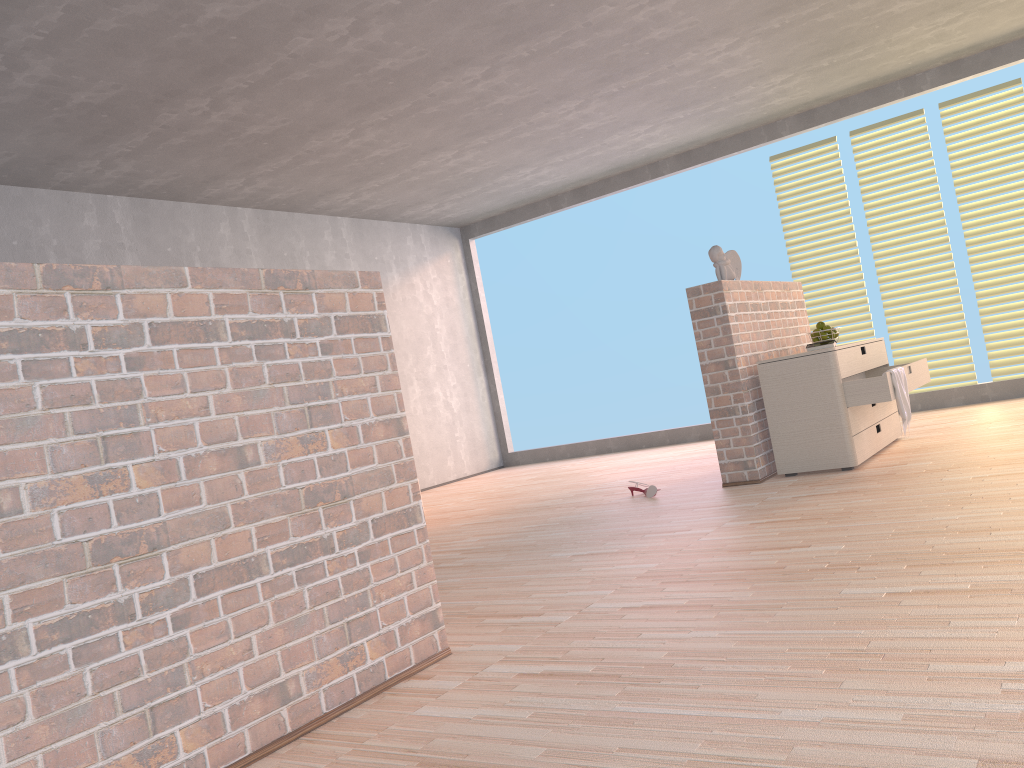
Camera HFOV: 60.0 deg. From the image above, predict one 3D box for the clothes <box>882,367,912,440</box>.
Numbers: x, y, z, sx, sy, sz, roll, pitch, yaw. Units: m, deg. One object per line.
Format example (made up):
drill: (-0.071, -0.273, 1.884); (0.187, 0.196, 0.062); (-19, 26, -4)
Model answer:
clothes: (1.949, 0.102, 4.457); (0.097, 0.369, 0.325); (-11, -1, 35)

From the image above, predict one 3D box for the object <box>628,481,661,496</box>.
object: (0.743, 0.571, 4.975); (0.188, 0.085, 0.069); (-10, -1, -16)

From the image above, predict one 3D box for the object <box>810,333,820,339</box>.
object: (1.769, -0.281, 5.172); (0.054, 0.048, 0.053); (-12, -1, 41)

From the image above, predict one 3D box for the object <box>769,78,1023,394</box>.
object: (4.063, -1.173, 5.991); (4.372, 2.114, 0.044); (-11, -1, 34)

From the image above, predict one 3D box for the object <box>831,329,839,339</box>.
object: (1.853, -0.287, 5.112); (0.057, 0.057, 0.057); (-10, -1, -22)

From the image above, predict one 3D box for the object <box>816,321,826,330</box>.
object: (1.789, -0.335, 5.133); (0.054, 0.056, 0.054); (-11, -1, 34)

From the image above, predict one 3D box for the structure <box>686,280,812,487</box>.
structure: (1.480, -0.059, 5.162); (0.211, 1.057, 1.422); (-11, -1, 34)

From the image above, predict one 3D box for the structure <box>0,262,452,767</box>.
structure: (-0.739, 0.290, 1.885); (0.211, 1.057, 1.422); (-11, -1, 34)

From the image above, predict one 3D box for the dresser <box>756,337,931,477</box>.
dresser: (2.032, 0.063, 5.098); (0.605, 0.612, 1.686); (-11, -1, 34)

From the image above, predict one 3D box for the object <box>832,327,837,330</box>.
object: (1.864, -0.306, 5.153); (0.047, 0.047, 0.046); (-10, -1, -18)

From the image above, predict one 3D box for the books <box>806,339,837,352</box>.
books: (1.685, -0.209, 4.828); (0.146, 0.040, 0.209); (-11, -1, 24)

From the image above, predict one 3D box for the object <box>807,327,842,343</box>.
object: (1.812, -0.259, 5.132); (0.202, 0.104, 0.202); (-11, -1, 28)

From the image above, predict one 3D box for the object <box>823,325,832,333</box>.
object: (1.805, -0.315, 5.073); (0.046, 0.045, 0.046); (-11, -1, 34)

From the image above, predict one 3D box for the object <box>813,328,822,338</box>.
object: (1.762, -0.294, 5.118); (0.049, 0.053, 0.054); (-10, -1, -25)

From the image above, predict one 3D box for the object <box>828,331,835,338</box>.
object: (1.830, -0.282, 5.078); (0.039, 0.040, 0.038); (-12, -2, 43)

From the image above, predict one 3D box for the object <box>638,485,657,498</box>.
object: (0.753, 0.576, 4.793); (0.078, 0.066, 0.192); (-10, -1, -19)

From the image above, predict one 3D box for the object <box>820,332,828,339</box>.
object: (1.786, -0.277, 5.079); (0.046, 0.044, 0.046); (-11, -1, 30)

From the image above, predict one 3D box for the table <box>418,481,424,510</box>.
table: (-1.000, 0.840, 6.133); (0.548, 0.241, 0.548); (-11, -1, 34)

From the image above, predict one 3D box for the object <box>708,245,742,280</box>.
object: (1.161, -0.652, 4.869); (0.131, 0.218, 0.216); (-11, -1, 34)

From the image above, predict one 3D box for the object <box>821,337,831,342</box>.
object: (1.809, -0.243, 5.103); (0.060, 0.055, 0.059); (-10, -1, -11)
